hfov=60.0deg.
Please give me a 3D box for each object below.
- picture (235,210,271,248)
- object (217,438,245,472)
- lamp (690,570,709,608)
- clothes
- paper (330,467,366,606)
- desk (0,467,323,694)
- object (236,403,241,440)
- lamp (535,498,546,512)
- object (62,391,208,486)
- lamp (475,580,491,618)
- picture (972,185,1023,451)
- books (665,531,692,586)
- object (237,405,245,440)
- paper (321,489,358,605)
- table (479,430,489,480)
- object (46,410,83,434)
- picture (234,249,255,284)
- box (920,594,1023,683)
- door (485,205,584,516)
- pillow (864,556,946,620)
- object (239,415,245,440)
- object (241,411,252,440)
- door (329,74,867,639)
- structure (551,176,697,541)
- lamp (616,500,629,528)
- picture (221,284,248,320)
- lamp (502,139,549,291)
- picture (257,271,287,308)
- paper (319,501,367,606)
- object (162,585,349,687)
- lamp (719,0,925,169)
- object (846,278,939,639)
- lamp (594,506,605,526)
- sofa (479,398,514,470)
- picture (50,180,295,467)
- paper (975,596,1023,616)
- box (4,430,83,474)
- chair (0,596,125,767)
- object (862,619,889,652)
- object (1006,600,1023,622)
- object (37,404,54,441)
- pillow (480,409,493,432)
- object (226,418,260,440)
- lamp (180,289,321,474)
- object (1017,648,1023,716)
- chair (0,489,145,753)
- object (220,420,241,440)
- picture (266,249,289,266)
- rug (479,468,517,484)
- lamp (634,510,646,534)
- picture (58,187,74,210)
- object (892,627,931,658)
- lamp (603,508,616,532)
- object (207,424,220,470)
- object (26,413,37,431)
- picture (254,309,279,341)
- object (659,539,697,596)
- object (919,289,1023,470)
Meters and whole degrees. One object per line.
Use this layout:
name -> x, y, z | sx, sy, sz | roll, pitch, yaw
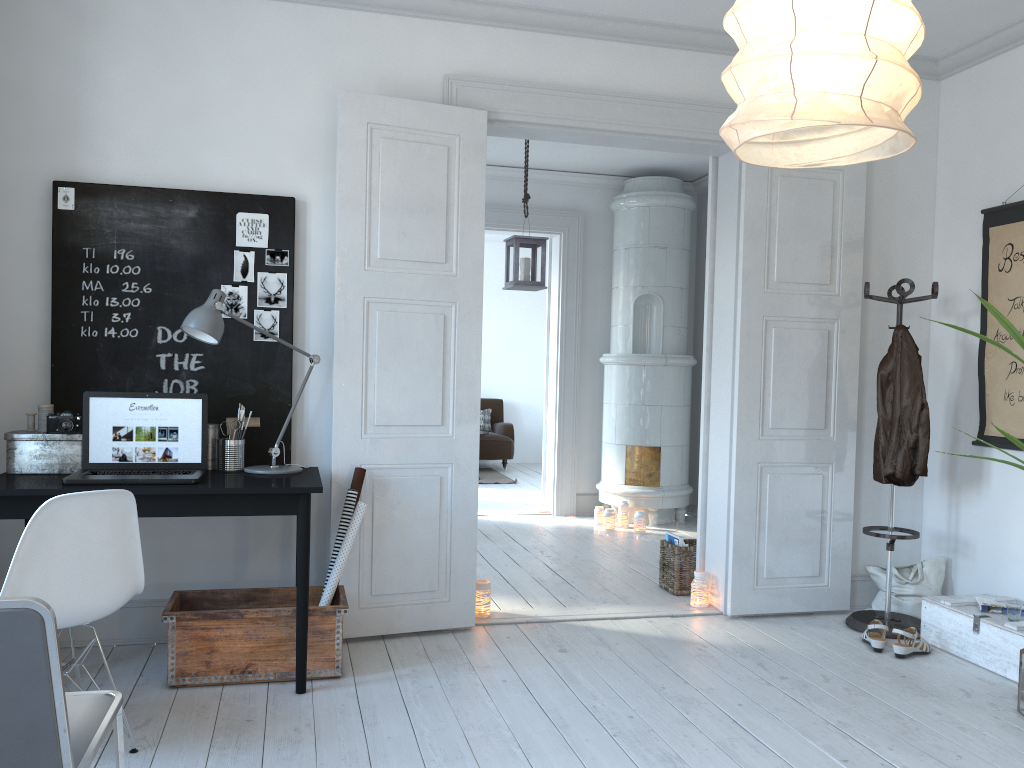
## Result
picture -> -1.098, -0.657, 3.757 | 0.147, 0.154, 0.004 | 1, 2, -14
object -> -1.133, 0.286, 3.574 | 0.108, 0.128, 0.108 | 1, 1, 1
lamp -> 0.960, 1.049, 4.532 | 0.093, 0.180, 0.093 | 0, 2, -31
clothes -> 1.832, 0.104, 4.158 | 0.237, 0.770, 0.211 | 2, 2, 19
paper -> -0.716, 0.725, 3.664 | 0.048, 0.747, 0.297 | 3, 2, 31
desk -> -1.324, 0.728, 3.350 | 1.159, 0.759, 0.650 | 1, 1, -14
object -> -1.113, 0.213, 3.591 | 0.008, 0.268, 0.060 | 2, 2, 3
lamp -> 0.239, 1.020, 7.447 | 0.093, 0.110, 0.093 | 2, 1, 3
object -> -1.359, 0.193, 3.231 | 0.445, 0.315, 0.325 | 1, 1, -14
lamp -> -0.146, 1.029, 4.246 | 0.089, 0.166, 0.089 | 1, 2, -21
picture -> 2.355, -0.350, 3.896 | 0.057, 1.314, 0.792 | 1, 2, -14
books -> 0.973, 0.977, 4.908 | 0.201, 0.300, 0.179 | 1, 2, -14
object -> -1.109, 0.216, 3.592 | 0.012, 0.264, 0.062 | 2, 2, 28
paper -> -0.727, 0.768, 3.591 | 0.043, 0.669, 0.266 | 3, 2, 31
table -> -0.911, 0.768, 9.808 | 1.300, 0.503, 1.299 | 1, 1, -24
object -> -1.676, 0.144, 3.323 | 0.137, 0.087, 0.073 | 1, 2, -14
picture -> -1.134, -0.498, 3.755 | 0.083, 0.146, 0.002 | 1, 2, -14
box -> 2.119, 1.078, 3.802 | 0.376, 0.218, 0.641 | 1, 1, -14
door -> -0.286, -0.177, 7.257 | 2.599, 2.507, 0.577 | 1, 2, -14
pillow -> 1.996, 1.016, 4.487 | 0.317, 0.314, 0.272 | 1, 1, -13
object -> -1.105, 0.238, 3.584 | 0.009, 0.222, 0.082 | 2, 2, 15
object -> -1.092, 0.229, 3.581 | 0.084, 0.240, 0.009 | 0, 2, -37
door -> 0.437, -0.115, 4.332 | 2.599, 2.507, 0.577 | 1, 2, -14
structure -> 0.993, -0.220, 7.012 | 0.800, 2.829, 1.247 | 3, 2, 31
lamp -> 0.857, 1.003, 6.850 | 0.098, 0.210, 0.098 | 1, 2, -9
picture -> -1.175, -0.347, 3.750 | 0.107, 0.150, 0.001 | 1, 2, -14
lamp -> 0.102, -1.481, 5.580 | 0.228, 1.763, 0.228 | 1, 2, -17
picture -> -1.024, -0.404, 3.785 | 0.121, 0.153, 0.002 | 1, 2, -14
paper -> -0.712, 0.787, 3.534 | 0.283, 0.627, 0.041 | 0, 2, -36
object -> -0.984, 0.972, 3.443 | 0.665, 0.282, 0.339 | 1, 1, -14
lamp -> 0.553, -1.024, 1.545 | 0.338, 1.232, 0.340 | 2, 2, 17
object -> 1.826, 0.343, 4.238 | 0.374, 1.659, 0.374 | 1, 2, -6
lamp -> 0.680, 1.030, 6.909 | 0.084, 0.146, 0.084 | 1, 2, -9
sofa -> -1.089, 0.580, 10.569 | 2.165, 0.825, 0.968 | 1, 1, -14
picture -> -1.411, -0.227, 3.728 | 0.953, 1.173, 0.064 | 1, 2, -14
paper -> 2.148, 0.969, 3.856 | 0.221, 0.031, 0.175 | 2, 1, 18
box -> -1.759, 0.260, 3.401 | 0.317, 0.152, 0.193 | 1, 1, -14
chair -> -1.037, 0.740, 1.681 | 0.562, 0.798, 0.524 | 1, 2, -14
object -> 1.632, 1.110, 3.988 | 0.099, 0.126, 0.272 | 2, 1, 19
object -> 2.083, 0.946, 3.679 | 0.060, 0.082, 0.060 | 3, 2, 41
object -> -1.784, 0.146, 3.366 | 0.056, 0.130, 0.167 | 1, 1, -15
pillow -> -0.496, 0.438, 10.818 | 0.542, 0.288, 0.182 | 1, 2, -13
object -> -1.100, 0.243, 3.635 | 0.138, 0.209, 0.034 | 0, 2, -34
lamp -> -1.025, -0.003, 3.520 | 0.617, 0.716, 0.230 | 0, 2, -43
object -> 1.903, 1.019, 3.157 | 0.132, 0.352, 0.137 | 2, 2, 9
chair -> -1.382, 0.703, 2.676 | 0.554, 0.824, 0.474 | 3, 2, 41
object -> -1.145, 0.246, 3.580 | 0.081, 0.198, 0.050 | 2, 2, 11
picture -> -1.002, -0.542, 3.786 | 0.095, 0.071, 0.001 | 1, 2, -14
rug -> -0.921, 0.992, 9.841 | 1.710, 0.055, 1.455 | 1, 1, -13
lamp -> 0.956, 1.031, 6.622 | 0.089, 0.166, 0.089 | 1, 2, -15
picture -> -1.801, -0.750, 3.581 | 0.061, 0.088, 0.004 | 1, 2, -17
object -> 1.754, 1.115, 3.874 | 0.272, 0.126, 0.099 | 1, 2, -41
lamp -> 0.735, 1.025, 6.685 | 0.089, 0.166, 0.089 | 1, 2, -12
object -> -1.236, 0.258, 3.621 | 0.079, 0.188, 0.079 | 0, 2, -35
object -> -1.853, 0.147, 3.417 | 0.040, 0.069, 0.040 | 1, 2, -26
picture -> -1.048, -0.251, 3.785 | 0.103, 0.136, 0.001 | 1, 2, -14
object -> 0.985, 1.010, 4.912 | 0.270, 0.265, 0.223 | 1, 2, -14
object -> 2.056, 0.415, 3.313 | 1.043, 1.555, 0.288 | 2, 2, 16
